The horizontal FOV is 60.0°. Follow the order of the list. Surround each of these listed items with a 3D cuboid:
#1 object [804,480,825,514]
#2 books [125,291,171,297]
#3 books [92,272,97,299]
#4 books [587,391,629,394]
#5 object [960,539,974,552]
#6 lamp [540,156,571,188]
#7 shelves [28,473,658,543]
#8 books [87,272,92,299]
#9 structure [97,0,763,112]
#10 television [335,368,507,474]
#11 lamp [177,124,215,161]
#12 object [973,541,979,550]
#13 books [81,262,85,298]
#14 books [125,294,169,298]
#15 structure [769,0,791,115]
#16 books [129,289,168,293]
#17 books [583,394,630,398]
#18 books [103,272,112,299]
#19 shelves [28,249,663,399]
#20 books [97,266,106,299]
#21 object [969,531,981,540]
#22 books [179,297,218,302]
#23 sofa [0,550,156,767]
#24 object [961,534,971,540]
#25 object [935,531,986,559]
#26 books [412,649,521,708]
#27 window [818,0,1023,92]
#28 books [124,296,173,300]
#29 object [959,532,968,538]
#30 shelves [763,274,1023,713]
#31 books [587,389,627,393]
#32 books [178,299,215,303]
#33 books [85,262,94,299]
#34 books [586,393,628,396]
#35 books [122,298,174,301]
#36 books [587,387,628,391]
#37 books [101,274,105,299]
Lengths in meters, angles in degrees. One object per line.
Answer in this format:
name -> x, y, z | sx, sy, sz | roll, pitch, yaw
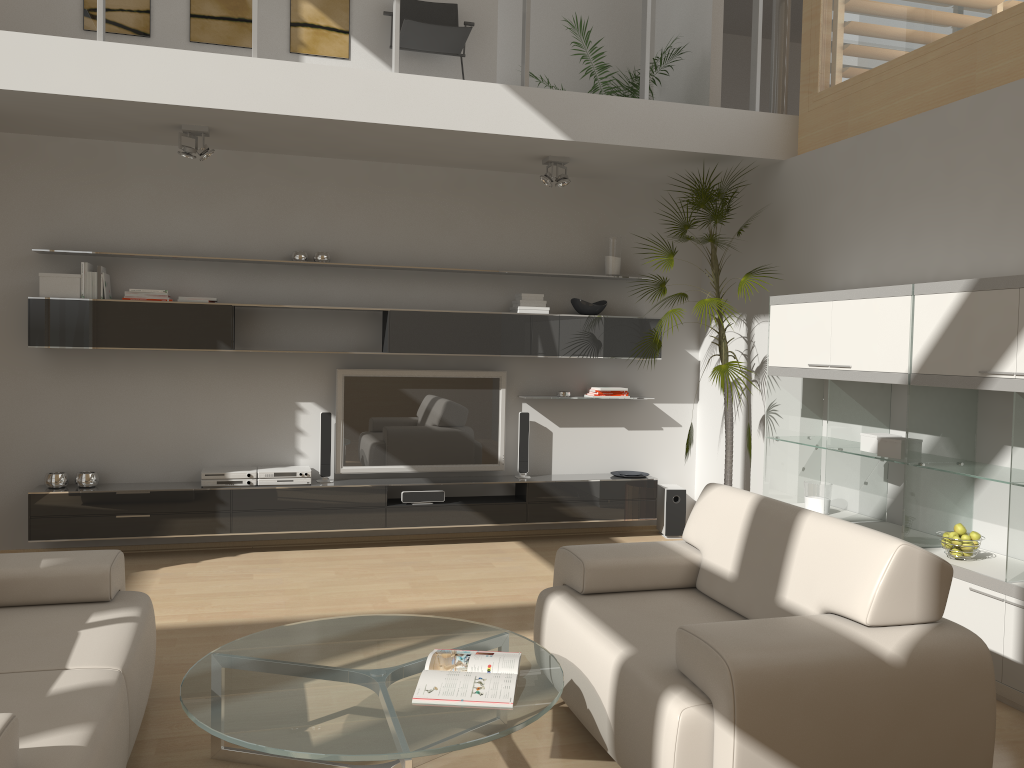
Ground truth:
object -> 1.766, 0.658, 5.128 | 0.130, 0.177, 0.172 | 0, 3, -27
books -> -2.342, -0.579, 5.714 | 0.254, 0.015, 0.190 | 1, 2, -15
books -> -2.643, -0.621, 5.661 | 0.027, 0.169, 0.230 | 1, 3, -16
books -> 0.722, 0.066, 6.675 | 0.254, 0.015, 0.190 | 0, 3, -20
object -> 2.042, 0.724, 3.984 | 0.058, 0.058, 0.058 | 3, 3, 41
lamp -> 0.294, -1.430, 6.012 | 0.214, 0.195, 0.150 | 1, 3, -16
shelves -> -0.987, 0.835, 6.192 | 4.236, 0.312, 0.300 | 1, 3, -16
books -> -2.668, -0.621, 5.646 | 0.027, 0.169, 0.230 | 1, 3, -16
structure -> -0.694, -2.267, 5.228 | 5.400, 0.900, 0.080 | 1, 3, -16
television -> -0.646, 0.264, 6.370 | 1.224, 0.735, 0.096 | 1, 3, -16
lamp -> -1.912, -1.451, 5.371 | 0.214, 0.195, 0.150 | 1, 3, -16
object -> 2.082, 0.726, 3.996 | 0.039, 0.040, 0.040 | 0, 3, -25
books -> -2.707, -0.650, 5.635 | 0.017, 0.227, 0.230 | 1, 3, -16
books -> -2.351, -0.564, 5.715 | 0.254, 0.015, 0.190 | 0, 3, -20
structure -> 1.870, -2.998, 6.102 | 0.122, 2.400, 0.121 | 2, 3, 26
books -> -2.342, -0.596, 5.726 | 0.227, 0.017, 0.230 | 0, 3, -21
books -> 0.708, 0.091, 6.671 | 0.296, 0.013, 0.210 | 1, 3, -16
books -> -2.591, -0.621, 5.679 | 0.023, 0.169, 0.230 | 1, 3, -16
shelves -> -0.961, -0.363, 6.142 | 4.236, 0.914, 0.300 | 1, 3, -16
books -> -2.616, -0.641, 5.655 | 0.021, 0.210, 0.207 | 1, 3, -16
object -> 2.094, 0.688, 4.011 | 0.047, 0.045, 0.047 | 1, 2, -15
books -> -2.053, -0.554, 5.812 | 0.230, 0.017, 0.227 | 1, 3, -16
sofa -> -1.727, 0.851, 2.571 | 1.168, 0.846, 2.093 | 1, 3, -16
object -> 2.055, 0.699, 4.015 | 0.040, 0.038, 0.040 | 4, 3, 45
object -> 2.036, 0.741, 4.035 | 0.206, 0.105, 0.206 | 3, 3, 29
books -> -0.130, 0.912, 2.811 | 0.297, 0.037, 0.440 | 1, 2, 4
window -> 2.357, -2.919, 4.462 | 0.020, 2.200, 2.525 | 1, 3, -16
books -> -2.342, -0.551, 5.719 | 0.268, 0.011, 0.190 | 1, 2, -15
object -> 2.065, 0.697, 4.070 | 0.055, 0.054, 0.050 | 4, 3, 43
shelves -> 2.053, 0.409, 4.259 | 0.408, 1.756, 2.432 | 1, 3, -16
books -> 0.714, 0.050, 6.675 | 0.254, 0.015, 0.190 | 1, 2, -15
books -> -2.067, -0.538, 5.814 | 0.190, 0.015, 0.254 | 1, 2, -10
books -> -2.691, -0.650, 5.646 | 0.017, 0.227, 0.230 | 1, 3, -16
books -> 0.712, 0.079, 6.671 | 0.268, 0.011, 0.190 | 1, 2, -15
books -> -2.338, -0.539, 5.720 | 0.297, 0.013, 0.210 | 1, 3, -16
books -> 0.715, 0.035, 6.661 | 0.227, 0.017, 0.230 | 0, 3, -21
books -> -2.602, -0.614, 5.662 | 0.009, 0.156, 0.207 | 1, 3, -16
